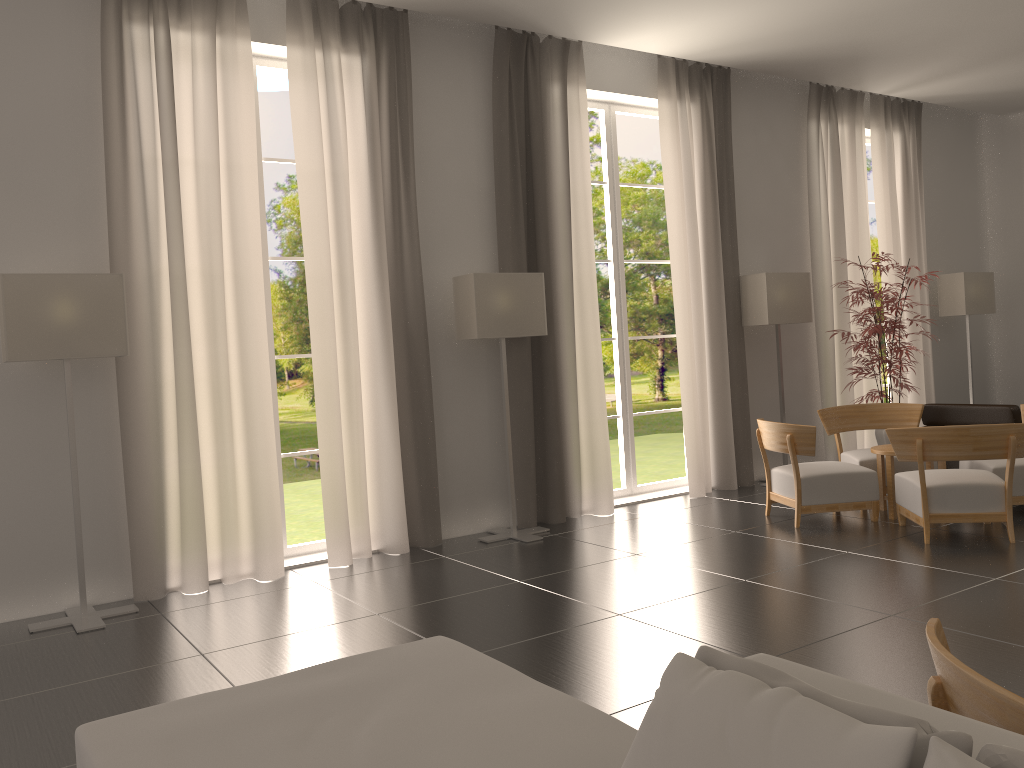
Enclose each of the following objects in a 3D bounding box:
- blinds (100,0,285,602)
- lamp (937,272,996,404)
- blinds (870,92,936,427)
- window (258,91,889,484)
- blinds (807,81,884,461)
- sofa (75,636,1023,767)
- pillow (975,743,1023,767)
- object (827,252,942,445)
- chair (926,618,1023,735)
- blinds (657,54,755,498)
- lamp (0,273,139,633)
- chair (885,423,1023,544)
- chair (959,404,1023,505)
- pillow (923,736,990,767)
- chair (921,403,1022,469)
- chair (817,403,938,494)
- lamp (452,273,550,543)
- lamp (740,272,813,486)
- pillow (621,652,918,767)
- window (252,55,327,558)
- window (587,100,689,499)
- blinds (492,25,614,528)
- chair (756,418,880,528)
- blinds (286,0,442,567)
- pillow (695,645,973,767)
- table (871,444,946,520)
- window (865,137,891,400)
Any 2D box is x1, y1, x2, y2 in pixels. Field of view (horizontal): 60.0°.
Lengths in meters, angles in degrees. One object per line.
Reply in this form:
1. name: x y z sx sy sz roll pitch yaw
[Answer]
1. blinds: -3.290 -1.112 9.108 1.550 6.430 0.414 -4 1 -29
2. lamp: 8.435 -0.443 16.328 1.001 3.178 0.907 -4 1 -33
3. blinds: 6.991 -1.967 15.819 1.551 6.430 0.417 -4 1 -37
4. window: 15.563 -4.513 8.908 48.654 20.574 99.100 -5 2 -33
5. blinds: 5.575 -1.849 14.896 1.550 6.430 0.414 -4 1 -29
6. sofa: -1.178 1.660 0.947 5.608 1.204 5.524 -5 2 -33
7. pillow: 1.104 1.090 1.512 0.558 0.591 0.919 -4 2 -33
8. object: 5.471 -0.257 13.174 1.489 3.396 1.772 -2 2 42
9. chair: 1.938 1.415 2.520 1.151 1.226 1.452 -4 2 -8
10. blinds: 2.872 -1.624 13.130 1.551 6.430 0.417 -4 1 -37
11. lamp: -4.050 0.596 8.176 1.001 3.178 0.907 -4 1 -33
12. chair: 4.736 1.000 9.491 1.451 1.226 1.151 -3 1 12
13. chair: 6.083 0.882 10.534 1.150 1.226 1.453 -3 2 7
14. pillow: 0.954 1.082 1.492 0.596 0.595 0.801 -4 2 -32
15. chair: 7.110 0.794 13.178 1.500 1.075 1.537 -5 2 -33
16. chair: 4.923 0.906 11.826 1.452 1.226 1.151 -3 1 2
17. lamp: -0.071 0.264 10.774 1.001 3.178 0.907 -4 1 -33
18. lamp: 4.089 -0.082 13.490 1.001 3.178 0.907 -4 1 -33
19. pillow: 0.509 1.083 2.173 0.585 0.598 0.801 -4 2 -34
20. window: -2.860 -0.863 10.109 2.645 5.748 0.110 -4 1 -33
21. window: 1.559 -1.230 12.994 2.645 5.748 0.110 -4 1 -33
22. blinds: 0.504 -1.427 11.585 1.550 6.430 0.414 -4 1 -29
23. chair: 3.650 1.020 10.763 1.151 1.226 1.452 -4 2 -8
24. blinds: -1.676 -1.246 10.160 1.551 6.430 0.417 -4 1 -37
25. pillow: 0.629 1.093 2.248 0.549 0.577 0.918 -4 2 -33
26. table: 4.808 1.165 10.677 0.870 0.803 0.870 -4 2 -11
27. window: 5.978 -1.598 15.879 2.645 5.748 0.110 -4 1 -33
